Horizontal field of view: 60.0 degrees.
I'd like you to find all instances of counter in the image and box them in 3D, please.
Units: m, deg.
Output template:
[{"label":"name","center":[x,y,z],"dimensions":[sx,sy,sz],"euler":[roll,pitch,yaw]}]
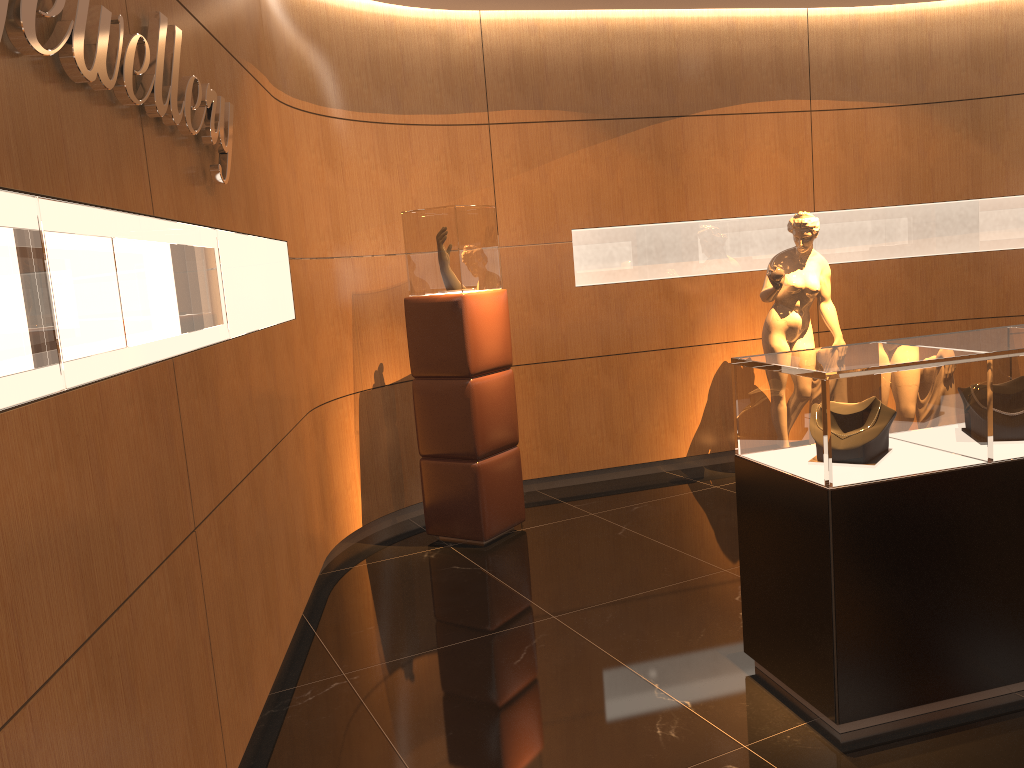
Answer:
[{"label":"counter","center":[2.153,0.374,3.440],"dimensions":[2.514,1.173,0.615],"euler":[-7,8,-14]}]

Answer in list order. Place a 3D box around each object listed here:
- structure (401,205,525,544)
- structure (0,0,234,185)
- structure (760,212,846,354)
[{"label":"structure","center":[-0.302,-0.057,5.414],"dimensions":[0.484,2.000,0.498],"euler":[0,9,33]},{"label":"structure","center":[-1.004,-0.835,2.392],"dimensions":[0.034,0.442,2.050],"euler":[-5,8,-3]},{"label":"structure","center":[1.968,-0.260,6.183],"dimensions":[0.733,1.836,0.477],"euler":[-8,8,-25]}]
